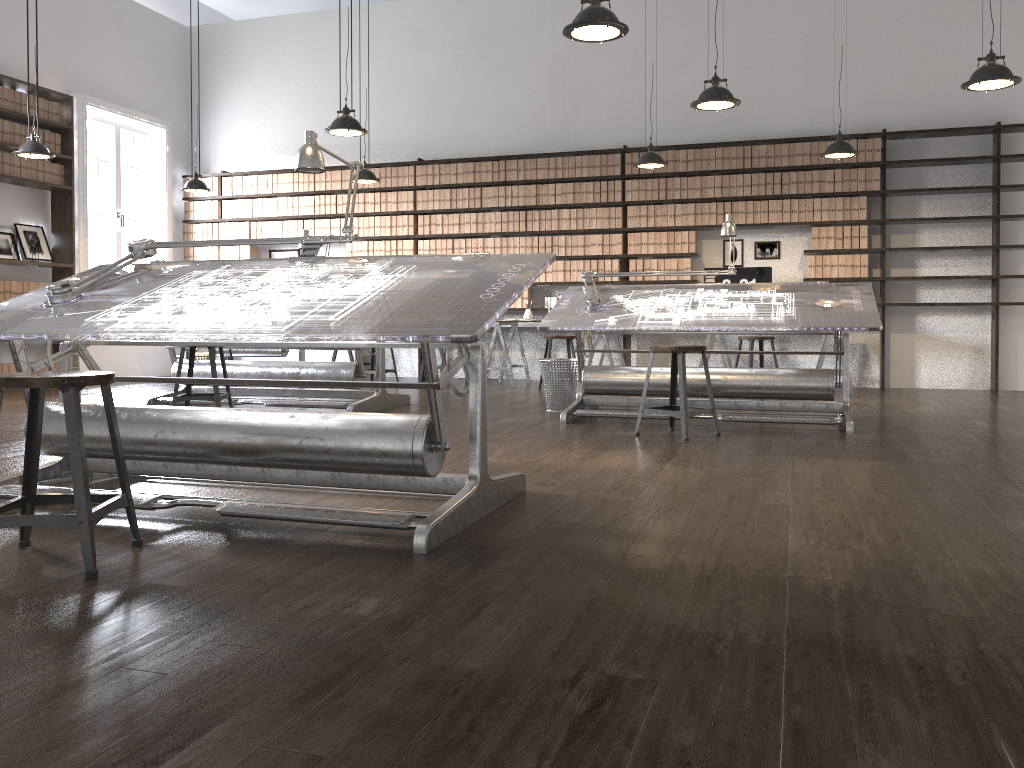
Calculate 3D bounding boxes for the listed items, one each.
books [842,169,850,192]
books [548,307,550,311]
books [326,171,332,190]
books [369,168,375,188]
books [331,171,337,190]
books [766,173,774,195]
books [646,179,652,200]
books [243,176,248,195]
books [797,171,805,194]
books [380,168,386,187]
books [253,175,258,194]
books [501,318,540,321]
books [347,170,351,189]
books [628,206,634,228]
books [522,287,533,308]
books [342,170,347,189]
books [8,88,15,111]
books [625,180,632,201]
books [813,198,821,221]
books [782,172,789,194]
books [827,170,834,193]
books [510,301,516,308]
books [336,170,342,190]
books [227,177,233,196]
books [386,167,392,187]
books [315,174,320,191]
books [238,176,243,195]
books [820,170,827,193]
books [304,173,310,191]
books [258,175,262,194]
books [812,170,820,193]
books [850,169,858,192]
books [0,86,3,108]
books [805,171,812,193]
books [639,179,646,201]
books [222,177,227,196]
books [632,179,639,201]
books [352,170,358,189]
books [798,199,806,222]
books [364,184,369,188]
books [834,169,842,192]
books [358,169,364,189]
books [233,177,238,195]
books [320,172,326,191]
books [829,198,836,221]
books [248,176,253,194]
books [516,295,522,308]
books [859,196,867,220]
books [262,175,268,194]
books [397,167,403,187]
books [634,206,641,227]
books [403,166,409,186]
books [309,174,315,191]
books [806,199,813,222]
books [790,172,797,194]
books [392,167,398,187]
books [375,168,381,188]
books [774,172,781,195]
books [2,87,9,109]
[{"bbox_3d":[3.229,-1.954,8.572,0.067,0.225,0.175,0,2,18],"label":"books"},{"bbox_3d":[0.509,-0.722,9.135,0.294,0.147,0.386,1,4,18],"label":"books"},{"bbox_3d":[-2.087,-2.346,10.279,0.067,0.225,0.175,0,2,18],"label":"books"},{"bbox_3d":[-1.564,-2.334,10.108,0.067,0.225,0.175,0,2,18],"label":"books"},{"bbox_3d":[-2.019,-2.344,10.258,0.067,0.225,0.175,0,2,18],"label":"books"},{"bbox_3d":[2.561,-1.969,8.789,0.067,0.225,0.175,0,2,18],"label":"books"},{"bbox_3d":[1.427,-1.993,9.151,0.067,0.225,0.175,0,2,18],"label":"books"},{"bbox_3d":[-3.148,-2.369,10.621,0.067,0.225,0.175,0,2,18],"label":"books"},{"bbox_3d":[2.838,-1.963,8.699,0.067,0.225,0.175,0,2,18],"label":"books"},{"bbox_3d":[-1.427,-2.331,10.060,0.067,0.225,0.175,0,2,18],"label":"books"},{"bbox_3d":[-3.018,-2.365,10.573,0.067,0.225,0.175,0,2,18],"label":"books"},{"bbox_3d":[0.077,-0.663,9.088,0.354,0.029,0.256,1,4,18],"label":"books"},{"bbox_3d":[-1.832,-2.340,10.195,0.067,0.225,0.175,0,2,18],"label":"books"},{"bbox_3d":[1.251,-1.728,9.213,0.067,0.225,0.175,0,2,18],"label":"books"},{"bbox_3d":[0.167,-0.932,9.581,0.067,0.225,0.175,0,2,18],"label":"books"},{"bbox_3d":[-1.892,-2.341,10.215,0.067,0.225,0.175,0,2,18],"label":"books"},{"bbox_3d":[-4.927,-2.744,8.602,0.174,0.225,0.067,1,2,18],"label":"books"},{"bbox_3d":[1.229,-1.997,9.214,0.067,0.225,0.175,0,2,18],"label":"books"},{"bbox_3d":[2.982,-1.691,8.653,0.067,0.225,0.175,0,2,18],"label":"books"},{"bbox_3d":[2.703,-1.966,8.743,0.067,0.225,0.175,0,2,18],"label":"books"},{"bbox_3d":[3.092,-1.957,8.614,0.067,0.225,0.175,0,2,18],"label":"books"},{"bbox_3d":[0.032,-0.935,9.624,0.067,0.225,0.175,0,2,18],"label":"books"},{"bbox_3d":[-1.957,-2.342,10.231,0.067,0.225,0.175,0,2,18],"label":"books"},{"bbox_3d":[-3.356,-2.373,10.683,0.067,0.225,0.175,0,2,18],"label":"books"},{"bbox_3d":[-1.365,-2.330,10.045,0.067,0.225,0.175,0,2,18],"label":"books"},{"bbox_3d":[-2.222,-2.349,10.323,0.067,0.225,0.175,0,2,18],"label":"books"},{"bbox_3d":[-3.217,-2.370,10.639,0.067,0.225,0.175,0,2,18],"label":"books"},{"bbox_3d":[3.033,-1.958,8.635,0.067,0.225,0.175,0,2,18],"label":"books"},{"bbox_3d":[-2.363,-2.352,10.369,0.067,0.225,0.175,0,2,18],"label":"books"},{"bbox_3d":[-2.953,-2.364,10.557,0.067,0.225,0.175,0,2,18],"label":"books"},{"bbox_3d":[2.968,-1.959,8.651,0.067,0.225,0.175,0,2,18],"label":"books"},{"bbox_3d":[3.296,-1.953,8.552,0.067,0.225,0.175,0,2,18],"label":"books"},{"bbox_3d":[-4.964,-2.734,8.465,0.174,0.225,0.067,1,2,18],"label":"books"},{"bbox_3d":[2.906,-1.961,8.677,0.067,0.225,0.175,0,2,18],"label":"books"},{"bbox_3d":[1.366,-1.994,9.166,0.067,0.225,0.175,0,2,18],"label":"books"},{"bbox_3d":[-3.425,-2.375,10.711,0.067,0.225,0.175,0,2,18],"label":"books"},{"bbox_3d":[1.297,-1.995,9.189,0.067,0.225,0.175,0,2,18],"label":"books"},{"bbox_3d":[-1.764,-2.338,10.170,0.067,0.225,0.175,0,2,18],"label":"books"},{"bbox_3d":[2.850,-1.694,8.701,0.067,0.225,0.175,0,2,18],"label":"books"},{"bbox_3d":[-1.629,-2.336,10.133,0.067,0.225,0.175,0,2,18],"label":"books"},{"bbox_3d":[3.161,-1.955,8.590,0.067,0.225,0.175,0,2,18],"label":"books"},{"bbox_3d":[-1.696,-2.337,10.153,0.067,0.225,0.175,0,2,18],"label":"books"},{"bbox_3d":[-3.283,-2.372,10.665,0.067,0.225,0.175,0,2,18],"label":"books"},{"bbox_3d":[-2.155,-2.347,10.297,0.067,0.225,0.175,0,2,18],"label":"books"},{"bbox_3d":[3.112,-1.688,8.615,0.067,0.225,0.175,0,2,18],"label":"books"},{"bbox_3d":[-3.080,-2.367,10.599,0.067,0.225,0.175,0,2,18],"label":"books"},{"bbox_3d":[0.098,-0.933,9.599,0.067,0.225,0.175,0,2,18],"label":"books"},{"bbox_3d":[3.373,-1.682,8.527,0.067,0.225,0.175,0,2,18],"label":"books"},{"bbox_3d":[-2.894,-2.363,10.536,0.067,0.225,0.175,0,2,18],"label":"books"},{"bbox_3d":[-1.227,-2.327,10.004,0.067,0.225,0.175,0,2,18],"label":"books"},{"bbox_3d":[1.309,-1.727,9.190,0.067,0.225,0.175,0,2,18],"label":"books"},{"bbox_3d":[-1.162,-2.326,9.979,0.067,0.225,0.175,0,2,18],"label":"books"},{"bbox_3d":[-2.295,-2.350,10.341,0.067,0.225,0.175,0,2,18],"label":"books"},{"bbox_3d":[2.916,-1.692,8.678,0.067,0.225,0.175,0,2,18],"label":"books"},{"bbox_3d":[2.769,-1.964,8.717,0.067,0.225,0.175,0,2,18],"label":"books"},{"bbox_3d":[-1.294,-2.329,10.023,0.067,0.225,0.175,0,2,18],"label":"books"},{"bbox_3d":[-1.496,-2.332,10.083,0.067,0.225,0.175,0,2,18],"label":"books"},{"bbox_3d":[2.630,-1.967,8.761,0.067,0.225,0.175,0,2,18],"label":"books"},{"bbox_3d":[-4.945,-2.739,8.535,0.174,0.225,0.067,1,2,18],"label":"books"}]
